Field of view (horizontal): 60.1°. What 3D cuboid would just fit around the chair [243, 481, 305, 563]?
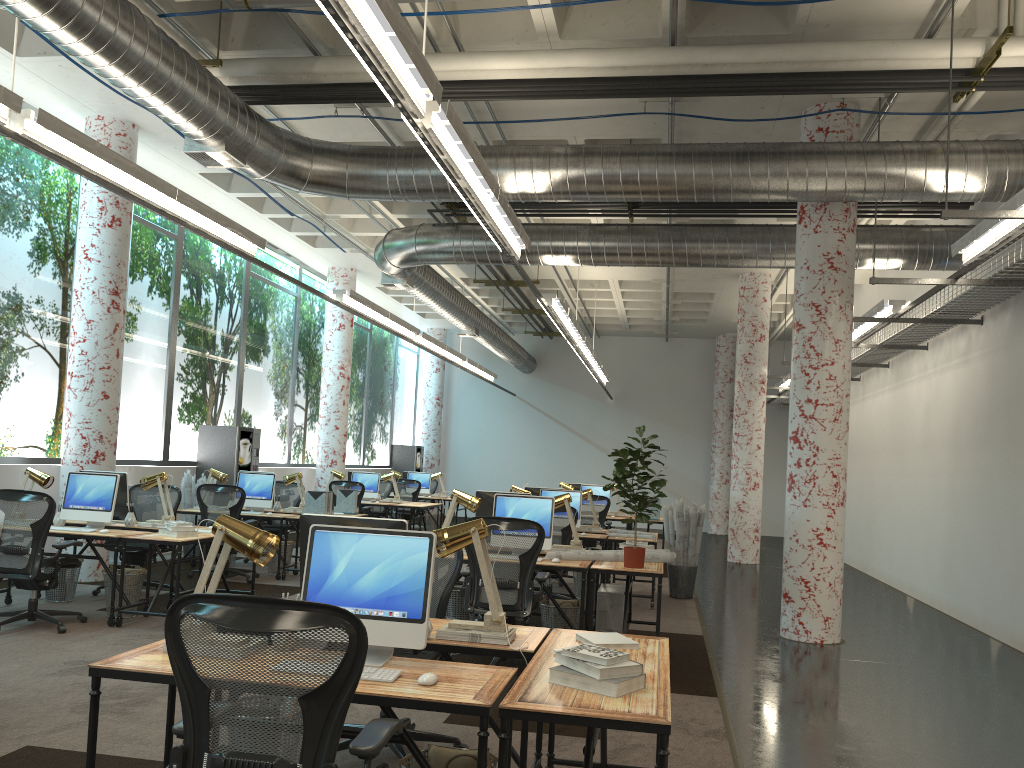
[{"bbox_3d":[-3.142,1.847,11.891,0.770,1.083,0.794,3,-3,-6],"label":"chair"}]

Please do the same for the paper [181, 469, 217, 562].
[{"bbox_3d":[-4.128,1.706,11.566,0.441,1.195,0.413,4,-3,-12],"label":"paper"}]

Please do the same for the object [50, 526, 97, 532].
[{"bbox_3d":[-3.702,1.217,7.415,0.438,0.017,0.119,2,-5,10],"label":"object"}]

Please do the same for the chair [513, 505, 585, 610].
[{"bbox_3d":[0.381,1.808,9.446,0.770,1.083,0.794,3,-3,-6],"label":"chair"}]

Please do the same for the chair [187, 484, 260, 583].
[{"bbox_3d":[-3.267,1.675,10.072,0.770,1.083,0.794,3,-3,-6],"label":"chair"}]

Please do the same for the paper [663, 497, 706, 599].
[{"bbox_3d":[2.014,1.931,10.515,0.441,1.195,0.413,4,-3,-12],"label":"paper"}]

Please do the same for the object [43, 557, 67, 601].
[{"bbox_3d":[-4.182,1.787,8.115,0.235,0.402,0.120,2,-2,11],"label":"object"}]

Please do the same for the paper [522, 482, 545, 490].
[{"bbox_3d":[0.290,2.233,14.841,0.441,1.195,0.413,4,-3,-12],"label":"paper"}]

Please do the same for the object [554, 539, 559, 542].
[{"bbox_3d":[0.783,2.615,14.543,0.358,0.434,0.354,3,-3,6],"label":"object"}]

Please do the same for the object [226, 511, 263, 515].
[{"bbox_3d":[-3.173,1.524,10.491,0.438,0.017,0.119,2,-5,10],"label":"object"}]

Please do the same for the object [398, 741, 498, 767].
[{"bbox_3d":[-0.237,1.535,3.211,0.358,0.434,0.354,3,-3,6],"label":"object"}]

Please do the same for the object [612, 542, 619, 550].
[{"bbox_3d":[1.628,2.625,14.022,0.235,0.402,0.120,2,-2,11],"label":"object"}]

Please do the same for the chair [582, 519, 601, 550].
[{"bbox_3d":[1.275,2.373,15.166,0.770,1.083,0.794,3,-3,-6],"label":"chair"}]

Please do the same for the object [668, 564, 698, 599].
[{"bbox_3d":[2.015,2.343,10.509,0.354,0.397,0.353,5,-4,-35],"label":"object"}]

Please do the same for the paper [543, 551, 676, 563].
[{"bbox_3d":[0.771,1.356,6.980,1.135,0.082,0.083,4,-4,-15],"label":"paper"}]

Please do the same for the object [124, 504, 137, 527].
[{"bbox_3d":[-3.480,1.194,8.081,0.101,0.209,0.101,5,-3,-35],"label":"object"}]

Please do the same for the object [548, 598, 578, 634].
[{"bbox_3d":[0.395,1.905,7.025,0.235,0.402,0.120,2,-2,11],"label":"object"}]

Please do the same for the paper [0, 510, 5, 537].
[{"bbox_3d":[-2.802,1.120,4.339,0.441,1.195,0.413,4,-3,-12],"label":"paper"}]

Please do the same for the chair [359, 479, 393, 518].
[{"bbox_3d":[-2.469,2.237,15.815,0.770,1.083,0.794,3,-3,-6],"label":"chair"}]

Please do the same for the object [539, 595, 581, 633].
[{"bbox_3d":[0.378,1.884,6.949,0.358,0.434,0.354,3,-3,6],"label":"object"}]

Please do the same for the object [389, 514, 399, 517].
[{"bbox_3d":[-2.431,2.803,18.314,0.235,0.402,0.120,2,-2,11],"label":"object"}]

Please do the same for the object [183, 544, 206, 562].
[{"bbox_3d":[-4.128,2.119,11.560,0.353,0.397,0.354,1,-4,29],"label":"object"}]

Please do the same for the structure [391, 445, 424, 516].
[{"bbox_3d":[-2.650,2.458,22.362,0.638,1.806,0.752,3,-3,10],"label":"structure"}]

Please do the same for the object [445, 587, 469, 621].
[{"bbox_3d":[-0.468,1.900,7.469,0.235,0.402,0.120,2,-2,11],"label":"object"}]

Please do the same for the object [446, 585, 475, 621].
[{"bbox_3d":[-0.449,1.895,7.546,0.358,0.434,0.354,3,-3,6],"label":"object"}]

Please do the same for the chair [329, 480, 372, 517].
[{"bbox_3d":[-2.593,2.066,13.996,0.770,1.083,0.794,3,-3,-6],"label":"chair"}]

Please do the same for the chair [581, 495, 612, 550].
[{"bbox_3d":[1.151,2.202,13.347,0.770,1.083,0.794,3,-3,-6],"label":"chair"}]

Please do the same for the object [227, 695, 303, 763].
[{"bbox_3d":[-1.064,1.546,3.808,0.358,0.434,0.354,3,-3,6],"label":"object"}]

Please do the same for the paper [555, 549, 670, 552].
[{"bbox_3d":[0.800,1.372,7.145,1.136,0.082,0.083,5,-4,-25],"label":"paper"}]

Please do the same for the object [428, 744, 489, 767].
[{"bbox_3d":[-0.219,1.556,3.287,0.235,0.402,0.120,2,-2,11],"label":"object"}]

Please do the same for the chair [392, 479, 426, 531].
[{"bbox_3d":[-2.044,2.385,17.195,0.770,1.083,0.794,3,-3,-6],"label":"chair"}]

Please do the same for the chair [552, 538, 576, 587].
[{"bbox_3d":[0.506,1.980,11.265,0.770,1.083,0.794,3,-3,-6],"label":"chair"}]

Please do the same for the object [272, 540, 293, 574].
[{"bbox_3d":[-2.790,2.098,10.747,0.235,0.402,0.120,2,-2,11],"label":"object"}]

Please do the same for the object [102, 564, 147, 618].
[{"bbox_3d":[-3.336,1.771,7.594,0.358,0.434,0.354,3,-3,6],"label":"object"}]

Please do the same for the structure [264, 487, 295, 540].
[{"bbox_3d":[-3.988,2.069,14.677,0.503,1.055,1.061,3,-4,10],"label":"structure"}]

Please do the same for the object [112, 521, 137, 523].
[{"bbox_3d":[-3.744,1.305,8.409,0.438,0.017,0.119,2,-5,10],"label":"object"}]

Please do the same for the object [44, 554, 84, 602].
[{"bbox_3d":[-4.163,1.782,8.192,0.358,0.434,0.354,3,-3,6],"label":"object"}]

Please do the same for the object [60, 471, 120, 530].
[{"bbox_3d":[-3.626,1.008,7.638,0.483,0.484,0.190,2,-3,10],"label":"object"}]

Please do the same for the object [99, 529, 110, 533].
[{"bbox_3d":[-3.379,1.222,7.352,0.059,0.029,0.106,2,-5,11],"label":"object"}]

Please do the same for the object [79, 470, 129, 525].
[{"bbox_3d":[-3.795,1.051,8.204,0.483,0.484,0.190,2,-3,10],"label":"object"}]

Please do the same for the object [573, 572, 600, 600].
[{"bbox_3d":[0.840,2.210,10.044,0.358,0.434,0.354,3,-3,6],"label":"object"}]

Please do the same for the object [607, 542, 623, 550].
[{"bbox_3d":[1.610,2.604,13.946,0.358,0.434,0.354,3,-3,6],"label":"object"}]

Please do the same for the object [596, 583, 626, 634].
[{"bbox_3d":[0.838,1.947,7.461,0.221,0.454,0.543,3,-4,10],"label":"object"}]

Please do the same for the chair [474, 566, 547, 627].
[{"bbox_3d":[0.043,1.653,8.169,0.770,1.083,0.794,3,-3,-6],"label":"chair"}]

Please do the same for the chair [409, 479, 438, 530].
[{"bbox_3d":[-1.920,2.556,19.014,0.770,1.083,0.794,3,-3,-6],"label":"chair"}]

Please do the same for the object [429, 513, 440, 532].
[{"bbox_3d":[-1.567,2.808,17.870,0.235,0.402,0.120,2,-2,11],"label":"object"}]

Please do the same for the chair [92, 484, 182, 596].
[{"bbox_3d":[-3.671,1.540,8.815,0.770,1.083,0.794,3,-3,-6],"label":"chair"}]

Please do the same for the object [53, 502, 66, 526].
[{"bbox_3d":[-3.956,1.139,7.750,0.101,0.209,0.101,5,-3,-35],"label":"object"}]

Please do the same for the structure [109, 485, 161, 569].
[{"bbox_3d":[-4.662,1.678,10.753,0.503,1.055,1.061,3,-4,10],"label":"structure"}]

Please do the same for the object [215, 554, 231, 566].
[{"bbox_3d":[-3.654,2.094,11.191,0.235,0.402,0.120,2,-2,11],"label":"object"}]

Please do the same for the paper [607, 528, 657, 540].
[{"bbox_3d":[1.362,1.709,10.088,0.567,0.061,0.628,2,-5,7],"label":"paper"}]

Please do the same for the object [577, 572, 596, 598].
[{"bbox_3d":[0.858,2.232,10.121,0.235,0.402,0.120,2,-2,11],"label":"object"}]

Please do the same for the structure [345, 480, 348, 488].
[{"bbox_3d":[-3.439,2.387,17.875,0.503,1.055,1.061,3,-4,10],"label":"structure"}]

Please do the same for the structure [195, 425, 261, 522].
[{"bbox_3d":[-4.228,1.543,13.171,0.638,1.806,0.752,3,-3,10],"label":"structure"}]
